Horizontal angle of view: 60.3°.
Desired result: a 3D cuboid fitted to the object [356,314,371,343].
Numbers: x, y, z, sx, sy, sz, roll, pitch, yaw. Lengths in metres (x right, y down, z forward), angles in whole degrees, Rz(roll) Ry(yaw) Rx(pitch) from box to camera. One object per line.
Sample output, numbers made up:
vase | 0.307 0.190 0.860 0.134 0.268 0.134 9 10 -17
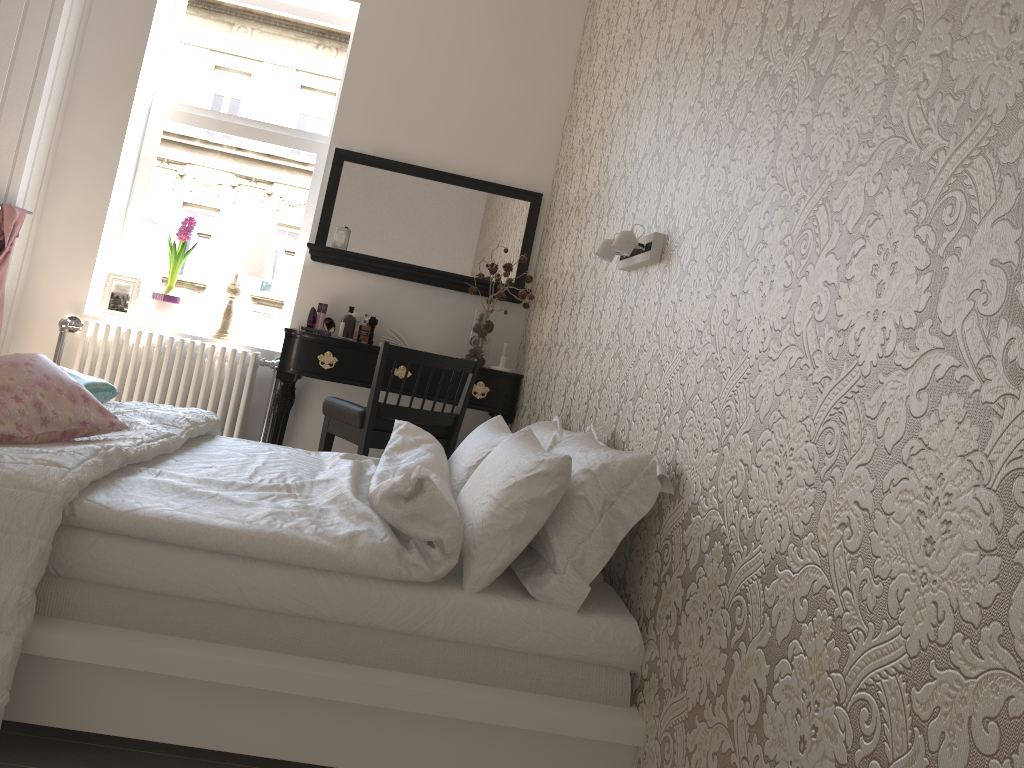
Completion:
object | -0.702 -0.265 4.200 0.054 0.140 0.053 9 -4 32

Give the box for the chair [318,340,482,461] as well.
chair | -0.496 0.266 3.570 0.451 0.867 0.460 13 -3 -37

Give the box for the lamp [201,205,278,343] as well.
lamp | -1.364 -0.536 4.368 0.340 0.657 0.339 11 -3 5

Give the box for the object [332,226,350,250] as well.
object | -0.837 -0.717 4.324 0.072 0.122 0.036 11 -3 -2

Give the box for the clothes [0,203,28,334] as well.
clothes | -2.308 -0.365 3.786 0.093 0.882 0.325 10 -4 22

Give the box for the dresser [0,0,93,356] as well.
dresser | -2.609 -1.048 3.804 1.022 2.600 0.699 12 -4 -7

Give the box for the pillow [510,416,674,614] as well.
pillow | 0.068 0.258 2.314 0.310 0.356 1.253 12 1 -7

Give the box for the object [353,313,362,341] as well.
object | -0.764 -0.276 4.263 0.058 0.135 0.057 8 -4 44

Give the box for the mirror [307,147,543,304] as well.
mirror | -0.411 -0.783 4.376 1.115 0.576 0.066 11 -4 -6

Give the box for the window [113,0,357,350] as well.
window | -1.426 -1.133 4.547 0.947 1.794 0.110 12 -4 -6

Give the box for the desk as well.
desk | -0.580 0.251 4.124 1.102 0.829 0.434 11 -3 -7

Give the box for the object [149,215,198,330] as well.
object | -1.664 -0.558 4.351 0.155 0.581 0.157 13 -4 -22

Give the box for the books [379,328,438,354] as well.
books | -0.483 -0.200 4.207 0.278 0.096 0.226 11 1 -5

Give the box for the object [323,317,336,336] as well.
object | -0.889 -0.278 4.207 0.080 0.086 0.082 10 -2 33

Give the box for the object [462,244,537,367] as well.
object | -0.066 -0.351 4.086 0.314 0.603 0.545 13 -2 -36

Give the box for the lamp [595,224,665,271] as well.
lamp | 0.302 -0.369 2.354 0.115 0.093 0.324 11 1 -7

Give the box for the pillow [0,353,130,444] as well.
pillow | -1.135 0.033 1.994 0.355 0.203 0.390 11 0 26

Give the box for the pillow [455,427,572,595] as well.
pillow | -0.015 0.264 1.987 0.201 0.310 0.564 12 0 -8

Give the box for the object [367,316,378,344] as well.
object | -0.691 -0.263 4.298 0.058 0.135 0.057 8 -4 44

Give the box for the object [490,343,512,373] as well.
object | -0.038 -0.125 4.134 0.105 0.132 0.103 10 -2 28

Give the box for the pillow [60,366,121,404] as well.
pillow | -1.260 0.022 2.255 0.362 0.170 0.381 11 1 -2

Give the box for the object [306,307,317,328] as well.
object | -0.956 -0.309 4.216 0.031 0.121 0.054 9 -4 31

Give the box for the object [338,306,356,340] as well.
object | -0.773 -0.288 4.169 0.070 0.159 0.070 12 -3 -13

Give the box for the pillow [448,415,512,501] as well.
pillow | -0.095 0.253 2.578 0.203 0.305 0.561 12 0 -8

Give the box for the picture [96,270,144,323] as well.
picture | -1.896 -0.422 4.272 0.175 0.227 0.050 12 -4 -27

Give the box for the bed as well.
bed | -0.831 0.354 2.206 2.205 0.635 1.952 11 1 -7

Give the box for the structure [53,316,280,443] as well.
structure | -1.649 0.111 4.133 1.065 0.687 0.165 11 -4 -6
